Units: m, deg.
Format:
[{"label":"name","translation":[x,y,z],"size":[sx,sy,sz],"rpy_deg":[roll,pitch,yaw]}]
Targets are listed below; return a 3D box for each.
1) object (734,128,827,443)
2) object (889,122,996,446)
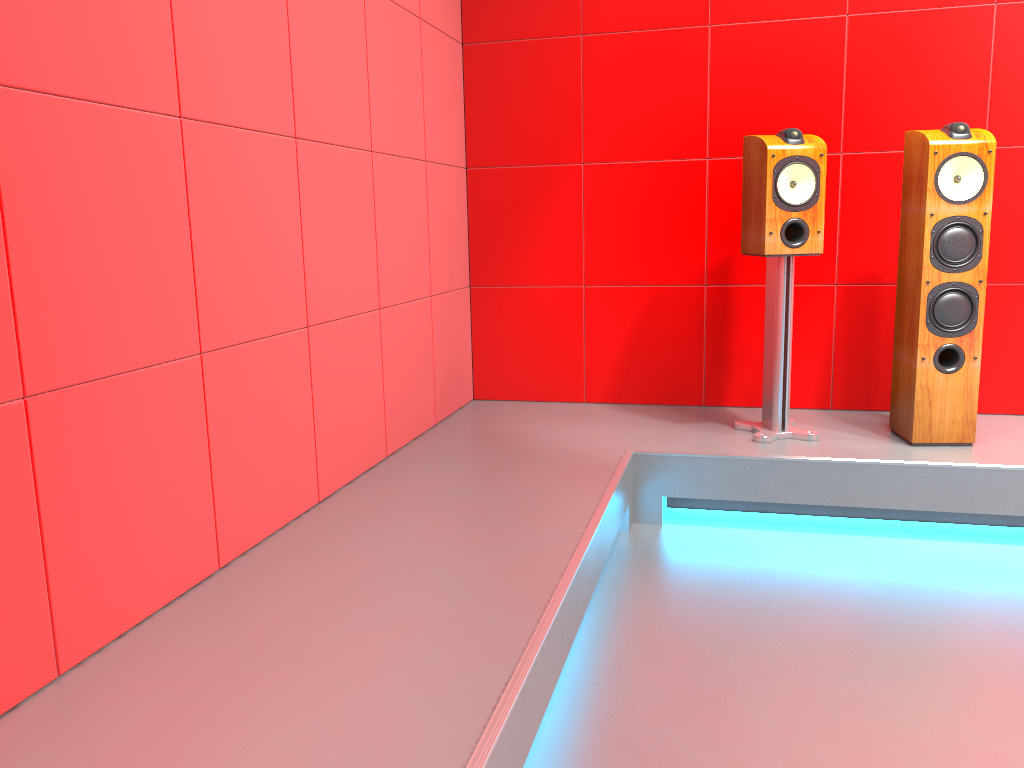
[{"label":"object","translation":[0.936,-0.342,3.104],"size":[0.231,1.058,0.265],"rpy_deg":[-2,10,-5]},{"label":"object","translation":[1.437,-0.328,2.976],"size":[0.203,1.052,0.238],"rpy_deg":[-1,10,5]}]
